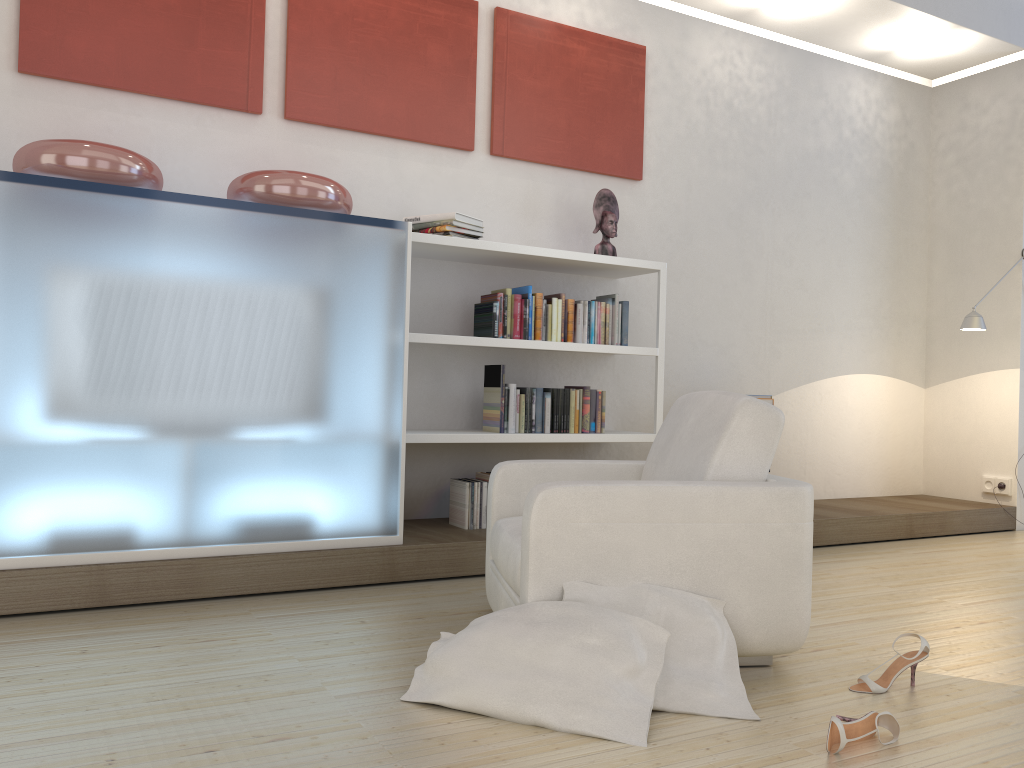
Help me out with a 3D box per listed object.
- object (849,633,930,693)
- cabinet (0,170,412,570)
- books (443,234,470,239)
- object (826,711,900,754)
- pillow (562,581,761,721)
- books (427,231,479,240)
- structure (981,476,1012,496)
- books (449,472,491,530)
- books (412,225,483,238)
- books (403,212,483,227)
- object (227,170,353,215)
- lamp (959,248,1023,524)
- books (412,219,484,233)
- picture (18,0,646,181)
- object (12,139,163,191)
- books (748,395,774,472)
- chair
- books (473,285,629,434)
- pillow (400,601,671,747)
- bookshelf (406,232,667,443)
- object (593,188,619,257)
[{"bbox_3d":[1.108,0.816,2.605,0.265,0.149,0.089,2,-1,-16],"label":"object"},{"bbox_3d":[-1.348,-0.030,3.728,1.670,1.396,0.689,2,-1,-29],"label":"cabinet"},{"bbox_3d":[-0.344,-0.704,4.410,0.328,0.018,0.247,1,-1,36],"label":"books"},{"bbox_3d":[0.825,0.841,2.180,0.287,0.091,0.121,2,-1,-30],"label":"object"},{"bbox_3d":[0.340,0.721,2.448,0.615,0.315,0.312,2,-1,-2],"label":"pillow"},{"bbox_3d":[-0.348,-0.722,4.413,0.287,0.018,0.247,1,-1,34],"label":"books"},{"bbox_3d":[3.302,0.693,6.047,0.028,0.114,0.206,2,-1,-29],"label":"structure"},{"bbox_3d":[0.230,0.582,4.615,1.125,0.281,0.274,2,-1,-22],"label":"books"},{"bbox_3d":[-0.329,-0.743,4.396,0.247,0.025,0.287,2,-1,-45],"label":"books"},{"bbox_3d":[-0.341,-0.803,4.410,0.319,0.038,0.247,1,-1,32],"label":"books"},{"bbox_3d":[-0.979,-0.818,3.927,0.534,0.206,0.546,2,-1,8],"label":"object"},{"bbox_3d":[3.197,0.015,5.821,0.891,1.841,0.204,2,-1,-33],"label":"lamp"},{"bbox_3d":[-0.342,-0.770,4.410,0.328,0.027,0.247,1,-1,36],"label":"books"},{"bbox_3d":[-0.633,-1.649,4.473,3.227,0.794,0.030,2,-1,-29],"label":"picture"},{"bbox_3d":[-1.682,-0.841,3.540,0.546,0.206,0.534,2,-1,-42],"label":"object"},{"bbox_3d":[1.399,0.412,5.258,0.270,0.694,0.329,2,-1,-29],"label":"books"},{"bbox_3d":[0.425,0.428,3.053,0.941,0.828,0.919,2,-1,-9],"label":"chair"},{"bbox_3d":[0.216,-0.119,4.623,0.831,0.743,0.215,2,-1,-29],"label":"books"},{"bbox_3d":[0.056,0.745,2.381,0.712,0.287,0.299,1,-1,24],"label":"pillow"},{"bbox_3d":[0.010,0.016,4.610,1.599,1.396,0.465,2,-1,-29],"label":"bookshelf"},{"bbox_3d":[0.518,-0.871,4.869,0.133,0.409,0.138,1,-1,18],"label":"object"}]
